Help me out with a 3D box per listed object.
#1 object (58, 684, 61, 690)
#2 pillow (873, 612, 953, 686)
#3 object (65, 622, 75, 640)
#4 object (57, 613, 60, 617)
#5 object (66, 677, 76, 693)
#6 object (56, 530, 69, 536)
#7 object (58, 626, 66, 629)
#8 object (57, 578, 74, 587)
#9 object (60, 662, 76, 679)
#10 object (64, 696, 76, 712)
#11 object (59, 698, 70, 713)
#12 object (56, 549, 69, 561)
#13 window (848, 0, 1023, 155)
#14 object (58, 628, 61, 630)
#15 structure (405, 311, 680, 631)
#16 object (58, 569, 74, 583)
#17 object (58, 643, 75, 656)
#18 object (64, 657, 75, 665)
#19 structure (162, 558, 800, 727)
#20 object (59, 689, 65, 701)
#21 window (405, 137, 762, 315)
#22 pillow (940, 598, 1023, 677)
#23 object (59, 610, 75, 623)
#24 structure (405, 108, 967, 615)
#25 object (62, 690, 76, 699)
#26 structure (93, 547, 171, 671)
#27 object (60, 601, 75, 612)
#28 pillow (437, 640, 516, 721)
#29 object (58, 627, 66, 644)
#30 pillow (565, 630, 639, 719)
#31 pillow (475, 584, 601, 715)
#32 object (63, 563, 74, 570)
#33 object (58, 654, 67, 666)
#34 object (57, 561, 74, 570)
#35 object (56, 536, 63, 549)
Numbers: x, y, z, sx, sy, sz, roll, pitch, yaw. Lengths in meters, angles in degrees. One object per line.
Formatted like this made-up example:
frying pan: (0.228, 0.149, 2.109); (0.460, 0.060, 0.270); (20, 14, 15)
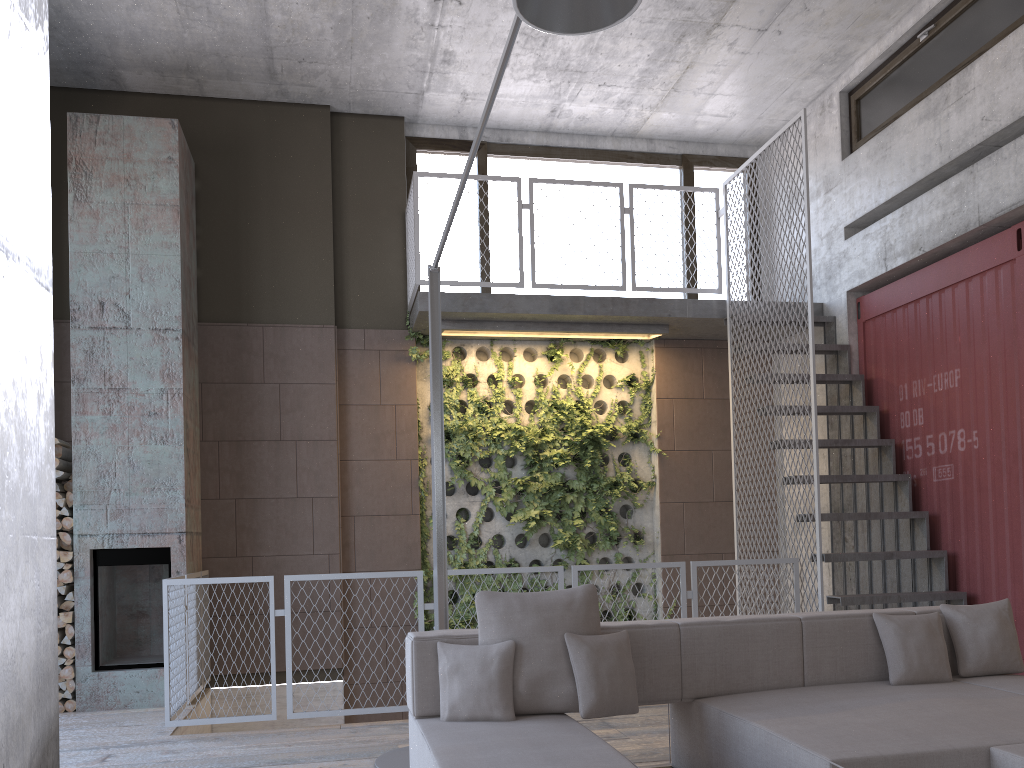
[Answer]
object: (-3.505, 2.321, 6.801); (0.104, 0.101, 0.296); (0, -9, -12)
pillow: (1.940, 1.276, 4.214); (0.370, 0.356, 0.188); (0, -3, -12)
object: (-3.340, 1.888, 6.741); (0.064, 0.123, 0.369); (-1, -9, -10)
object: (-3.540, 1.801, 6.720); (0.115, 0.078, 0.441); (0, -10, -12)
object: (-3.329, 2.287, 6.732); (0.064, 0.123, 0.369); (-1, -9, -10)
object: (-3.494, 1.141, 6.731); (0.089, 0.056, 0.337); (0, -10, -11)
object: (-3.475, 1.852, 6.714); (0.089, 0.056, 0.337); (0, -10, -11)
object: (-3.457, 1.522, 6.750); (0.122, 0.067, 0.369); (0, -10, -10)
object: (-3.340, 2.171, 6.660); (0.101, 0.101, 0.297); (0, -9, -13)
object: (-3.346, 2.447, 6.774); (0.091, 0.091, 0.443); (0, -10, -12)
object: (-3.432, 2.455, 6.761); (0.091, 0.088, 0.462); (0, -10, -12)
object: (-3.470, 1.322, 6.776); (0.092, 0.092, 0.443); (-1, -10, -11)
window: (3.751, -2.966, 3.475); (0.113, 0.599, 8.559); (-1, -10, -12)
object: (-3.538, 1.895, 6.726); (0.064, 0.073, 0.364); (-1, -10, -10)
structure: (0.337, 1.106, 8.152); (2.626, 3.790, 1.012); (-1, -2, -11)
object: (-3.360, 1.460, 6.677); (0.101, 0.101, 0.297); (0, -9, -13)
object: (-3.451, 2.033, 6.759); (0.092, 0.092, 0.443); (-1, -10, -11)
object: (-3.334, 2.096, 6.663); (0.063, 0.047, 0.254); (0, -10, -12)
structure: (-0.236, 1.898, 6.951); (4.426, 0.925, 1.954); (0, -9, -11)
object: (-3.452, 2.384, 6.764); (0.115, 0.078, 0.441); (0, -10, -12)
window: (0.755, -1.424, 8.589); (3.565, 1.737, 0.110); (0, -2, -11)
pillow: (2.320, 1.246, 4.313); (0.362, 0.363, 0.189); (-1, -3, -6)
object: (-3.369, 1.783, 6.774); (0.093, 0.082, 0.486); (0, -10, -11)
structure: (1.120, 0.346, 7.186); (3.682, 4.279, 3.068); (-1, -4, -11)
object: (-3.374, 2.357, 6.761); (0.071, 0.072, 0.429); (0, -10, -12)
structure: (-2.902, 1.725, 6.750); (0.576, 0.920, 0.057); (-1, -2, -11)
object: (-3.383, 1.708, 6.798); (0.115, 0.078, 0.441); (0, -10, -12)
pillow: (-0.156, 1.282, 3.743); (0.370, 0.374, 0.152); (-4, -3, 22)
object: (-3.461, 1.921, 6.683); (0.098, 0.106, 0.298); (0, -9, -12)
pillow: (0.400, 1.249, 3.782); (0.377, 0.369, 0.170); (3, -5, -38)
pillow: (0.123, 1.163, 3.835); (0.563, 0.553, 0.223); (-1, -3, -9)
object: (-3.354, 1.386, 6.680); (0.063, 0.047, 0.254); (0, -10, -12)
object: (-3.404, 2.110, 6.759); (0.067, 0.066, 0.429); (-1, -10, -11)
object: (-3.424, 1.399, 6.776); (0.067, 0.066, 0.429); (-1, -10, -11)
object: (-3.481, 1.211, 6.700); (0.098, 0.106, 0.298); (0, -9, -12)
